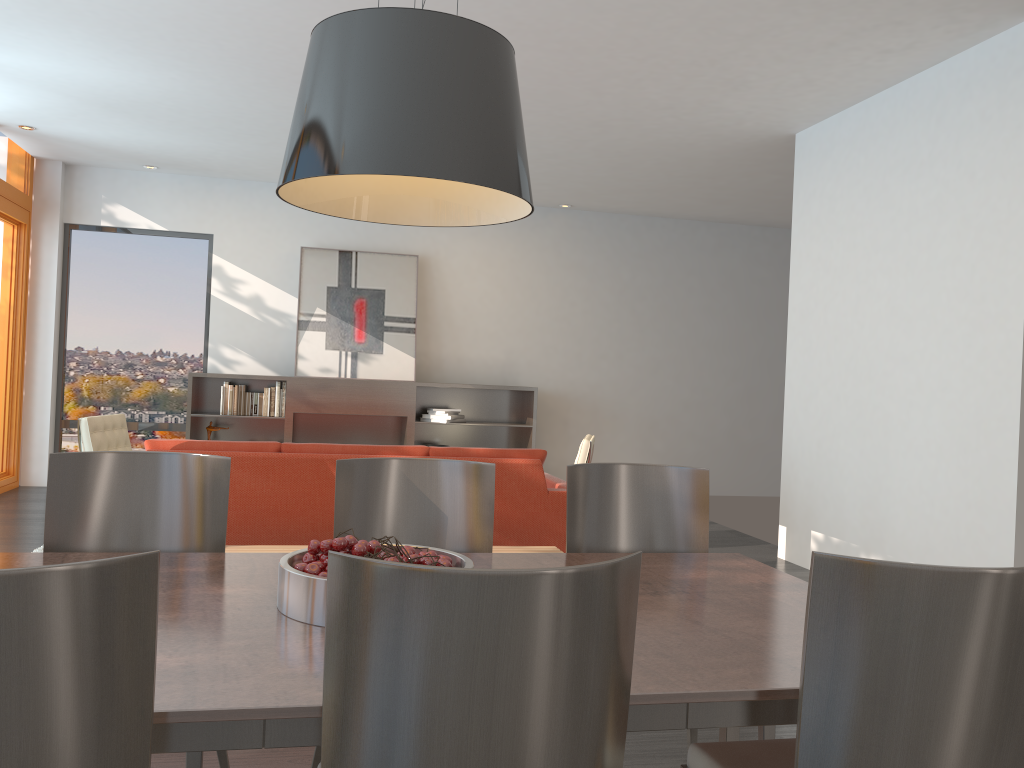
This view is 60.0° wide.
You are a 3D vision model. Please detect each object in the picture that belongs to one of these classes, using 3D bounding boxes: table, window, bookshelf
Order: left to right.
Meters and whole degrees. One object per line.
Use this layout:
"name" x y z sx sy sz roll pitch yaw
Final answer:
"window" -4.605 -0.687 7.890 0.211 3.346 1.156 3 0 -13
"window" -3.776 -0.651 8.927 1.409 3.340 0.065 3 0 -13
"bookshelf" -1.473 0.541 8.965 3.387 1.163 0.570 3 0 -13
"table" -0.222 0.874 1.973 2.151 0.764 1.172 3 0 -13

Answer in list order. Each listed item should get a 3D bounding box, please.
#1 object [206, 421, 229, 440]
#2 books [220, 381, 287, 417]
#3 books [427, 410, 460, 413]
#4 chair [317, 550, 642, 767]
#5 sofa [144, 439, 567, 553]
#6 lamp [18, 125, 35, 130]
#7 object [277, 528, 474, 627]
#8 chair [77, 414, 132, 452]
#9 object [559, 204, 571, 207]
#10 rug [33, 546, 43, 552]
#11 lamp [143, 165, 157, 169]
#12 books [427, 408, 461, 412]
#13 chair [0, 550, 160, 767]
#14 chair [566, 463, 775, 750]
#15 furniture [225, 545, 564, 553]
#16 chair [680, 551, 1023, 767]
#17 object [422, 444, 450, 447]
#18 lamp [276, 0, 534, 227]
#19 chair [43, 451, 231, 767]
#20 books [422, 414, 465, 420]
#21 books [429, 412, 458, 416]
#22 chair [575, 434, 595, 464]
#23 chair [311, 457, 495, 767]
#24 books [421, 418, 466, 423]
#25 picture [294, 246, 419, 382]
"object" -2.906 0.508 8.598 0.245 0.290 0.201 3 0 7
"books" -2.507 0.134 8.632 0.592 0.339 0.324 3 0 -13
"books" -0.696 0.283 9.056 0.210 0.020 0.300 3 0 27
"chair" -0.090 0.728 1.477 0.548 0.968 0.614 3 0 -13
"sofa" -0.942 0.734 5.041 2.597 0.852 1.038 3 0 -13
"lamp" -4.038 -2.130 7.375 0.129 0.010 0.129 3 0 32
"object" -0.298 0.411 1.970 0.427 0.154 0.427 3 0 31
"chair" -2.772 0.651 6.571 0.707 0.817 0.700 3 0 -3
"object" 0.577 -1.933 9.632 0.129 0.010 0.129 3 0 32
"rug" -1.168 1.141 6.114 3.772 0.043 2.984 2 0 -13
"lamp" -3.527 -2.112 8.646 0.129 0.010 0.129 3 0 32
"books" -0.696 0.263 9.056 0.300 0.020 0.210 2 0 -23
"chair" -0.770 0.698 1.324 0.548 0.968 0.614 3 0 -13
"chair" 0.416 0.746 2.614 0.548 0.968 0.614 3 0 -13
"furniture" -0.704 0.995 4.227 2.005 0.357 0.492 3 0 -13
"chair" 0.656 0.760 1.645 0.548 0.968 0.614 3 0 -13
"object" -0.790 0.686 9.036 0.309 0.117 0.309 3 0 21
"lamp" -0.198 -1.189 1.980 0.567 1.580 0.567 2 0 17
"chair" -1.011 0.684 2.294 0.548 0.968 0.614 3 0 -13
"books" -0.699 0.332 9.056 0.314 0.038 0.398 3 0 17
"books" -0.697 0.303 9.056 0.210 0.020 0.300 3 0 17
"chair" 0.285 0.787 6.617 0.707 0.817 0.700 3 0 7
"chair" -0.265 0.716 2.462 0.548 0.968 0.614 3 0 -13
"books" -0.700 0.370 9.056 0.314 0.038 0.398 3 0 27
"picture" -1.578 -0.711 9.088 1.208 1.338 0.269 3 0 -13
